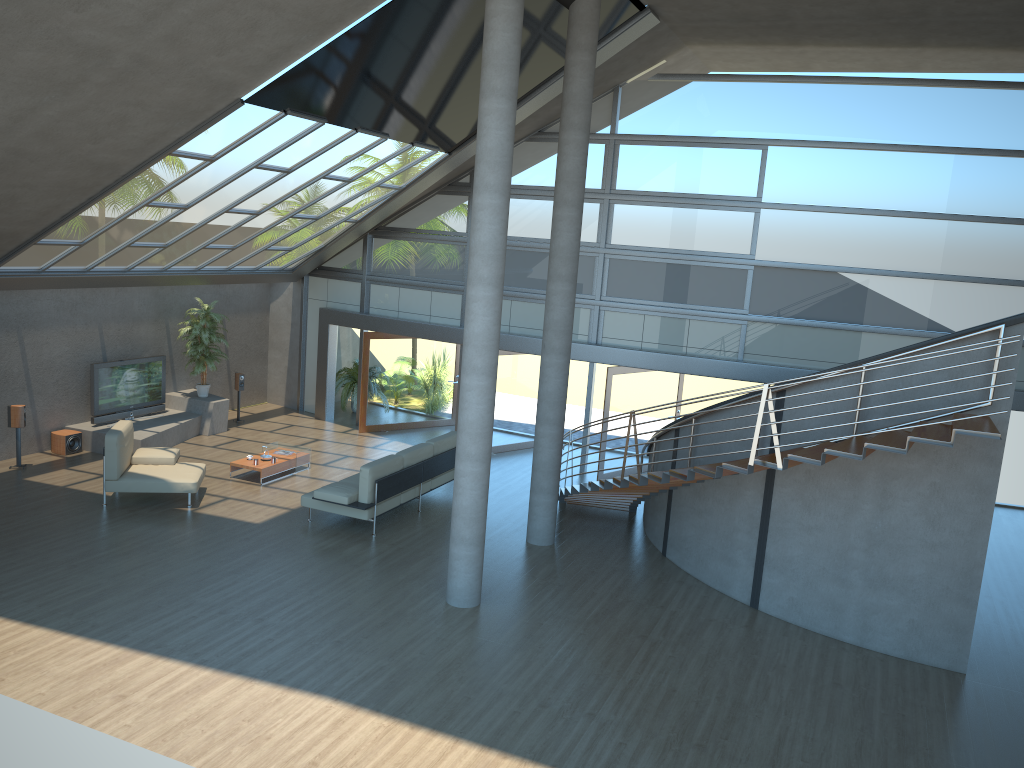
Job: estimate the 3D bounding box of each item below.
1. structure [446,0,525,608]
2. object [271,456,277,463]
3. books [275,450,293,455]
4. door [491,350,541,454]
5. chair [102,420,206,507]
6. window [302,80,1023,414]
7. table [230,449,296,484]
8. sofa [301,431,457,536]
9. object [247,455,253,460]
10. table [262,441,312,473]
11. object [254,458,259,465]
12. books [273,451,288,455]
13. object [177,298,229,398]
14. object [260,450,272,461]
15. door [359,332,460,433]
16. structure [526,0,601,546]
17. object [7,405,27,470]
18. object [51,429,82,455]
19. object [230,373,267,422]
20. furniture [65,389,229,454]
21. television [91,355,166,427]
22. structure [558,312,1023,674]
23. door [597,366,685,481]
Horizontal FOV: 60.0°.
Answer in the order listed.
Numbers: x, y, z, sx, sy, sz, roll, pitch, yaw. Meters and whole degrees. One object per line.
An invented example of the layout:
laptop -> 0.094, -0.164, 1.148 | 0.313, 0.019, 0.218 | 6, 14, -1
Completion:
structure -> -0.269, -1.123, 9.158 | 0.381, 7.125, 0.382 | 8, 10, 22
object -> -3.683, 1.174, 13.725 | 0.085, 0.101, 0.070 | -3, 12, -39
books -> -3.681, 1.111, 14.372 | 0.275, 0.005, 0.189 | 5, 9, 6
door -> 0.077, 0.285, 16.577 | 2.298, 1.977, 0.200 | -5, 13, -43
chair -> -4.976, 1.083, 12.442 | 1.244, 1.023, 1.217 | 2, 10, -12
window -> 3.255, -1.563, 14.946 | 16.616, 6.630, 1.098 | 8, 10, 20
table -> -3.820, 1.289, 14.043 | 0.600, 0.250, 1.200 | 8, 10, 22
sofa -> -1.793, 1.304, 12.870 | 1.166, 0.947, 3.079 | 8, 10, 22
object -> -4.081, 1.137, 13.813 | 0.102, 0.086, 0.100 | 9, 11, 26
table -> -3.659, 1.187, 14.398 | 0.680, 0.342, 0.400 | 8, 10, 22
object -> -3.918, 1.184, 13.555 | 0.085, 0.101, 0.070 | 8, 10, 21
books -> -3.717, 1.118, 14.333 | 0.275, 0.005, 0.189 | 5, 9, 3
object -> -5.703, -0.678, 16.390 | 0.932, 1.857, 0.895 | 1, 10, -19
object -> -3.841, 1.109, 13.855 | 0.178, 0.161, 0.178 | 0, 10, -26
door -> -1.992, -0.068, 17.750 | 2.298, 1.977, 0.200 | -3, 12, -38
structure -> 0.644, -1.407, 11.278 | 0.381, 7.125, 0.382 | 0, 10, -23
object -> -7.388, 0.790, 13.242 | 0.234, 0.959, 0.171 | 2, 10, -12
object -> -7.236, 0.937, 14.352 | 0.425, 0.323, 0.362 | 8, 10, 22
object -> -7.802, 0.354, 15.745 | 7.863, 0.982, 21.345 | 9, 10, 25
furniture -> -6.082, 0.670, 15.672 | 1.577, 0.610, 2.936 | 8, 10, 22
television -> -6.598, 0.100, 15.312 | 0.396, 1.063, 1.568 | 8, 10, 22
structure -> 2.383, 0.644, 10.404 | 2.349, 3.653, 6.809 | -1, 11, -29
door -> 2.305, 0.617, 15.601 | 0.200, 1.977, 2.298 | 13, 13, 43
